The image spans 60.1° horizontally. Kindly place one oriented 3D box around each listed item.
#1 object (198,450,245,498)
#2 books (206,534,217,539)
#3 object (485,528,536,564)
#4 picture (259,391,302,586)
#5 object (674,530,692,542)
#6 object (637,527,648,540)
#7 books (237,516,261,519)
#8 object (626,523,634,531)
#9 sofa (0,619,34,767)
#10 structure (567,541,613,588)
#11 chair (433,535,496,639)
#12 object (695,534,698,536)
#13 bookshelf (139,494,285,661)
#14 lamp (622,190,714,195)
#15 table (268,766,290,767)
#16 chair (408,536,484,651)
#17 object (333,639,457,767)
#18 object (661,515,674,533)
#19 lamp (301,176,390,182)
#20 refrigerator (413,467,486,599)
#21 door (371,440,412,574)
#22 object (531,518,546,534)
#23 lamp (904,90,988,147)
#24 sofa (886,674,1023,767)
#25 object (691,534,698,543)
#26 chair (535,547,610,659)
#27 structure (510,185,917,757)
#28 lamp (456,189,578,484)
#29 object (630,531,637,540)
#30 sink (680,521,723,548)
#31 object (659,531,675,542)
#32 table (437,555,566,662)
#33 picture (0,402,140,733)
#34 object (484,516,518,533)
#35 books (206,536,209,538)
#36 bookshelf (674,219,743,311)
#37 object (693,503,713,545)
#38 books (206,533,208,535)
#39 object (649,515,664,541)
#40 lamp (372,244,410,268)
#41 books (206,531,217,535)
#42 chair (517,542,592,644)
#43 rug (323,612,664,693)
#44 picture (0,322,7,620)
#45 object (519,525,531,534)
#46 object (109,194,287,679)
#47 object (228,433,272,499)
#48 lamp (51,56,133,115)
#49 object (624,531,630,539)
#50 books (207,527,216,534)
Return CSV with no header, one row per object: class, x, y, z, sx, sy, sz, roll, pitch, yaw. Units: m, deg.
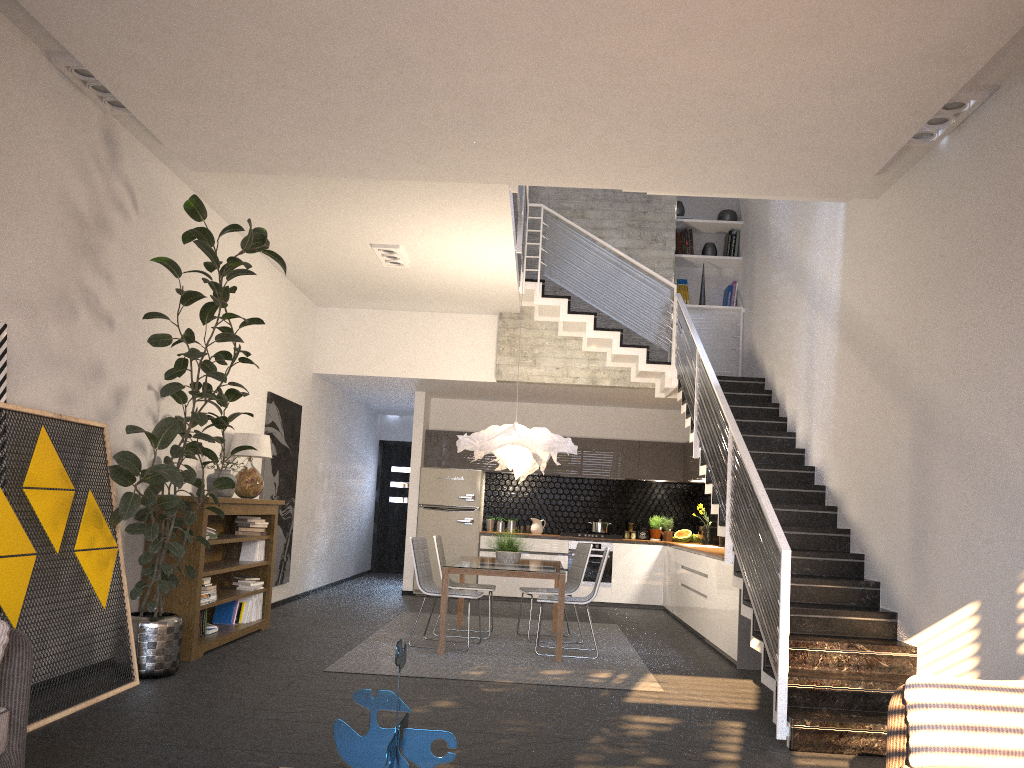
object,-2.425,0.741,7.399,0.386,0.410,0.276,5,-6,-20
books,-2.424,1.182,6.873,0.179,0.034,0.244,2,-8,5
object,-0.043,1.461,8.054,0.531,0.365,0.672,3,-7,-3
picture,-2.523,1.169,9.585,0.033,2.017,1.240,3,-6,2
object,2.317,2.060,12.001,0.236,0.173,0.219,-1,-8,31
object,1.809,2.074,12.275,0.141,0.173,0.142,3,-6,2
books,-2.382,1.211,8.031,0.205,0.022,0.156,5,-8,-13
object,1.637,1.984,12.286,0.083,0.113,0.083,5,-6,-18
sofa,-2.195,0.905,2.023,0.993,0.914,2.335,3,-8,2
structure,1.044,2.425,11.996,0.587,0.585,0.587,3,-7,2
chair,-0.461,1.911,8.391,0.601,0.915,0.477,3,-6,2
object,2.552,2.130,12.210,0.132,0.118,0.205,0,-8,22
bookshelf,-2.403,1.519,7.272,0.451,1.165,1.930,3,-7,2
lamp,1.111,-1.417,6.223,0.645,0.066,0.255,3,-8,2
table,-0.319,1.366,2.392,1.049,0.305,1.122,3,-8,2
chair,-0.577,1.800,7.663,0.601,0.915,0.478,2,-6,12
object,0.748,-0.359,6.729,0.365,4.449,8.963,2,-8,14
object,2.146,1.978,12.212,0.169,0.377,0.185,-1,-7,39
lamp,-1.206,-1.531,6.303,0.645,0.066,0.255,3,-8,2
refrigerator,-0.843,2.015,12.046,0.829,1.702,0.773,3,-6,2
door,-1.822,2.150,15.367,1.108,2.304,0.161,3,-5,2
object,0.357,1.980,12.308,0.190,0.214,0.172,1,-7,15
lamp,2.417,-1.516,5.034,0.253,0.066,0.649,3,-8,2
sofa,1.710,1.099,1.888,0.993,0.914,2.335,3,-8,2
object,2.530,2.100,12.036,0.149,0.126,0.225,-3,-10,42
chair,0.523,1.853,7.611,0.601,0.915,0.478,3,-6,5
structure,0.649,-1.613,9.313,4.233,8.265,8.510,3,-7,2
lamp,0.147,-1.673,8.326,1.117,5.186,1.067,2,-5,13
object,1.685,2.098,12.283,0.083,0.113,0.083,2,-6,12
sink,2.327,1.896,10.805,0.489,0.446,0.728,3,-7,2
object,2.129,2.081,12.091,0.209,0.139,0.125,-2,-8,36
table,-0.056,1.982,8.019,0.997,0.710,1.811,3,-8,2
picture,-2.469,0.947,4.795,0.386,1.597,1.506,3,-7,2
object,-0.155,1.950,12.322,0.482,0.219,0.173,3,-6,-1
books,-2.451,1.142,6.684,0.253,0.011,0.319,8,-9,-31
bookshelf,2.306,-1.425,10.972,0.973,1.101,0.445,3,-5,2
object,2.531,1.833,11.587,0.257,0.539,0.429,0,-7,26
books,-2.444,1.118,6.658,0.253,0.011,0.319,7,-9,-26
object,2.004,1.987,12.235,0.245,0.352,0.235,2,-6,6
lamp,-1.143,-1.227,8.405,0.253,0.066,0.649,3,-8,2
books,-2.417,1.153,6.867,0.166,0.023,0.229,2,-8,6
chair,0.403,1.954,8.362,0.602,0.915,0.477,4,-6,-12
rug,-0.080,2.329,7.971,2.370,0.006,3.708,3,-8,2
picture,-2.614,0.621,4.061,0.207,2.008,0.963,3,-6,2
object,0.179,2.026,12.343,0.160,0.110,0.078,2,-6,7
object,-2.134,0.325,5.922,0.909,3.183,2.019,5,-6,-20
object,-2.378,0.747,8.023,0.390,0.579,0.390,6,-7,-29
lamp,-2.402,-1.754,5.200,0.253,0.066,0.649,3,-8,2
object,1.598,2.095,12.290,0.083,0.113,0.083,3,-6,2
books,-2.457,1.091,6.715,0.322,0.108,0.274,-3,-10,37
